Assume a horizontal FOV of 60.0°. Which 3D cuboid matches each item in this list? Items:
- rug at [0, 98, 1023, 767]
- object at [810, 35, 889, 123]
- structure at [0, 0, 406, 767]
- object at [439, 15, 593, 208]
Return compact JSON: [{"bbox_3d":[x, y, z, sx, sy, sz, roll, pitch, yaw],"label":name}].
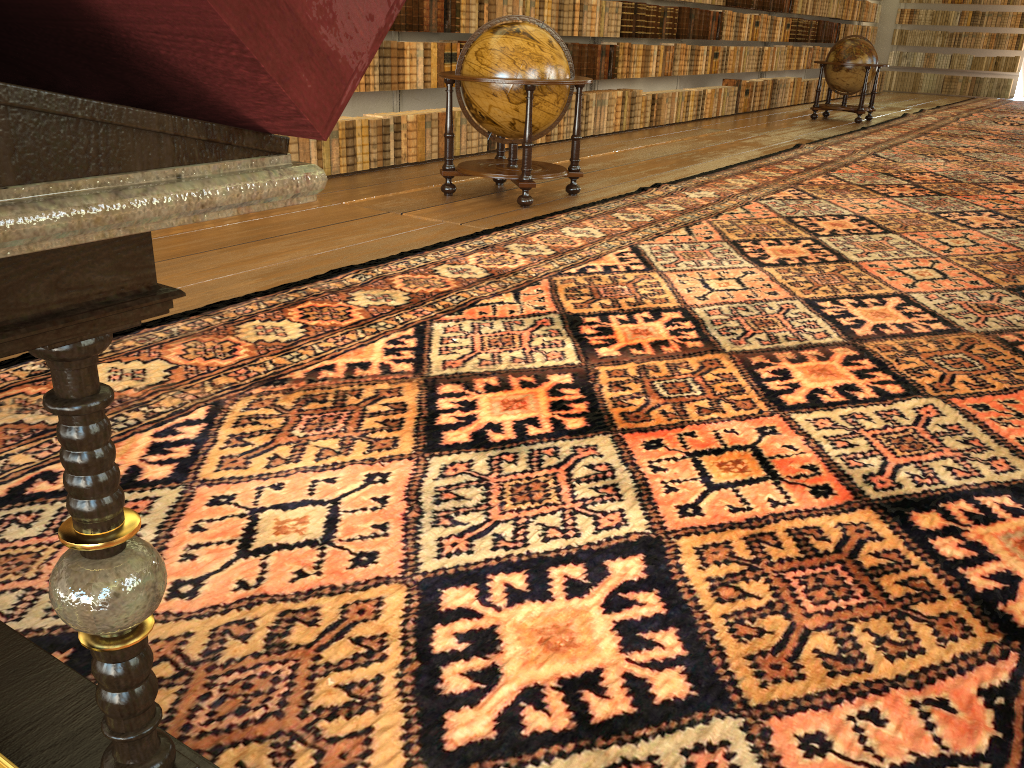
[{"bbox_3d":[4.434,-1.977,8.892,4.693,0.065,36.731,16,26,30],"label":"rug"},{"bbox_3d":[6.057,-5.501,15.958,1.279,1.459,1.270,-3,23,-14],"label":"object"},{"bbox_3d":[-1.166,0.017,0.855,1.242,1.995,1.882,16,26,30],"label":"structure"},{"bbox_3d":[0.022,-2.319,7.465,1.278,1.459,1.270,-5,24,-18],"label":"object"}]
